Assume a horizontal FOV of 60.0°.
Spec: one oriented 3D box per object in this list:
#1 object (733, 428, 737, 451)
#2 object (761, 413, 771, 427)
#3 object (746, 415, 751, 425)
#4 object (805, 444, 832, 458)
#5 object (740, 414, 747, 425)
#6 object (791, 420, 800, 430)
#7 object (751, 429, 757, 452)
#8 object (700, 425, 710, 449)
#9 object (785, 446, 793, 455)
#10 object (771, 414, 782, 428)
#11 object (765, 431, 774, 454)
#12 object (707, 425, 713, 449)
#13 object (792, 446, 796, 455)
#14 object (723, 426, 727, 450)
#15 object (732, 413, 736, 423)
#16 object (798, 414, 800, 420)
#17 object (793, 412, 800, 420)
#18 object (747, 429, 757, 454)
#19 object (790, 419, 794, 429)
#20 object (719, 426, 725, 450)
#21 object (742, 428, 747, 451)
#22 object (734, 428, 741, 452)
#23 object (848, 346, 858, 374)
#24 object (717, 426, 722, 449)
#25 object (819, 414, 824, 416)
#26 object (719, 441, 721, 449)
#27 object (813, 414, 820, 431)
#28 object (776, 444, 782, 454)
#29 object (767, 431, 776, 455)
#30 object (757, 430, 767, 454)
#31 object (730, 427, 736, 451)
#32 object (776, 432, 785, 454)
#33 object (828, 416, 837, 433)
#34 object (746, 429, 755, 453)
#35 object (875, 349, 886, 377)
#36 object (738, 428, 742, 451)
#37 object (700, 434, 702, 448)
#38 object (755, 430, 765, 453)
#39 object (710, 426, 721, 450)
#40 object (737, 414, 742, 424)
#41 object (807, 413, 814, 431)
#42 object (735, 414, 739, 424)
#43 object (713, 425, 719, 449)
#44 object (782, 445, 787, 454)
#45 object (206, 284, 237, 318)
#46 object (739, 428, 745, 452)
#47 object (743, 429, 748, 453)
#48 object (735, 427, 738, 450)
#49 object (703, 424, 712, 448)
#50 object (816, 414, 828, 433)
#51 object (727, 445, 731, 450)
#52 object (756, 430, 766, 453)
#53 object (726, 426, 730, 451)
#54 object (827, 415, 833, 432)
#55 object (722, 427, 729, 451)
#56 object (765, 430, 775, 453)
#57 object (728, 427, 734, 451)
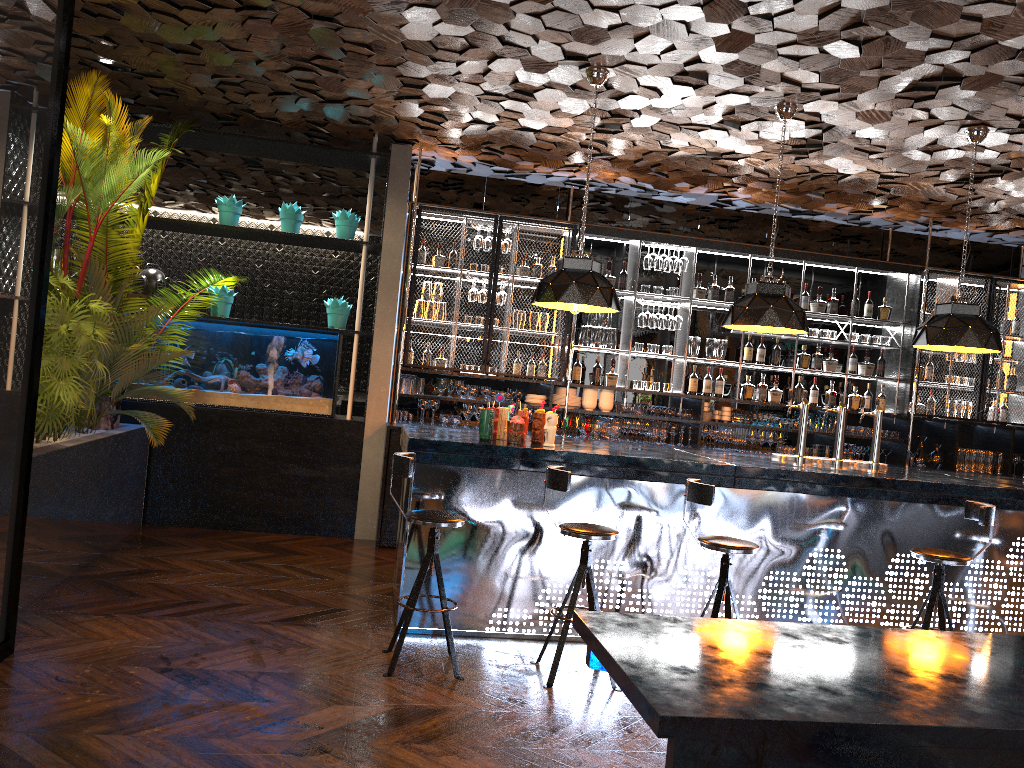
[{"bbox_3d":[2.199,0.546,8.726,0.049,0.231,0.049,6,0,0],"label":"object"},{"bbox_3d":[2.492,0.356,8.717,0.100,0.125,0.100,6,0,30],"label":"object"},{"bbox_3d":[2.309,0.352,8.692,0.067,0.099,0.058,6,0,27],"label":"object"},{"bbox_3d":[3.025,0.673,8.905,0.356,0.134,0.206,5,0,-2],"label":"object"},{"bbox_3d":[2.256,0.347,8.644,0.058,0.099,0.067,6,0,36],"label":"object"},{"bbox_3d":[2.802,0.400,8.737,0.098,0.097,0.098,6,0,25],"label":"object"},{"bbox_3d":[2.423,0.568,8.949,0.091,0.229,0.091,6,0,43],"label":"object"},{"bbox_3d":[1.869,0.517,8.631,0.108,0.227,0.108,5,0,-17],"label":"object"},{"bbox_3d":[2.733,0.664,8.747,0.067,0.100,0.067,5,0,-17],"label":"object"},{"bbox_3d":[2.601,0.366,8.736,0.108,0.126,0.108,6,0,25],"label":"object"},{"bbox_3d":[2.573,0.583,8.856,0.091,0.229,0.091,5,0,-15],"label":"object"},{"bbox_3d":[1.967,0.525,8.767,0.108,0.227,0.108,5,0,-44],"label":"object"},{"bbox_3d":[2.817,0.672,8.884,0.067,0.099,0.067,5,0,-37],"label":"object"},{"bbox_3d":[2.120,0.537,8.852,0.058,0.234,0.058,5,0,-32],"label":"object"},{"bbox_3d":[2.238,0.345,8.877,0.058,0.099,0.067,6,0,41],"label":"object"},{"bbox_3d":[2.897,0.371,8.850,0.115,0.172,0.101,6,0,1],"label":"object"},{"bbox_3d":[2.884,0.370,8.972,0.115,0.172,0.101,5,0,-24],"label":"object"},{"bbox_3d":[2.361,0.563,8.705,0.091,0.229,0.091,5,0,-23],"label":"object"},{"bbox_3d":[2.783,0.398,8.843,0.098,0.097,0.098,6,0,16],"label":"object"},{"bbox_3d":[2.071,0.533,8.734,0.058,0.234,0.058,6,0,14],"label":"object"},{"bbox_3d":[2.333,0.560,8.935,0.091,0.229,0.091,6,0,27],"label":"object"},{"bbox_3d":[2.209,0.547,8.660,0.049,0.231,0.049,6,0,3],"label":"object"},{"bbox_3d":[3.481,-0.241,9.054,0.086,0.298,0.086,6,0,40],"label":"object"},{"bbox_3d":[2.059,0.531,8.806,0.058,0.234,0.058,5,0,-34],"label":"object"},{"bbox_3d":[3.152,0.395,9.015,0.115,0.172,0.101,6,0,1],"label":"object"},{"bbox_3d":[2.104,0.535,8.930,0.058,0.234,0.058,6,0,35],"label":"object"},{"bbox_3d":[3.038,0.385,8.871,0.101,0.172,0.115,6,0,21],"label":"object"},{"bbox_3d":[2.703,0.660,8.969,0.067,0.100,0.067,5,0,-17],"label":"object"},{"bbox_3d":[2.552,0.582,8.739,0.091,0.229,0.091,6,0,18],"label":"object"},{"bbox_3d":[2.461,0.573,8.726,0.091,0.229,0.091,6,0,38],"label":"object"},{"bbox_3d":[2.197,0.546,8.788,0.049,0.231,0.049,6,0,28],"label":"object"},{"bbox_3d":[2.647,0.591,8.752,0.091,0.229,0.091,5,0,-37],"label":"object"},{"bbox_3d":[3.191,0.400,8.773,0.101,0.172,0.115,6,0,21],"label":"object"},{"bbox_3d":[2.385,0.565,8.828,0.091,0.229,0.091,6,0,12],"label":"object"},{"bbox_3d":[3.787,-0.213,9.098,0.086,0.299,0.086,6,0,40],"label":"object"},{"bbox_3d":[2.270,0.553,8.802,0.049,0.231,0.049,6,0,-1],"label":"object"},{"bbox_3d":[1.855,0.515,8.750,0.108,0.227,0.108,5,0,-29],"label":"object"},{"bbox_3d":[2.479,0.574,8.843,0.091,0.229,0.091,6,0,23],"label":"object"},{"bbox_3d":[1.982,0.528,8.650,0.108,0.227,0.108,5,0,-39],"label":"object"},{"bbox_3d":[2.243,0.346,8.711,0.067,0.099,0.058,5,0,-39],"label":"object"},{"bbox_3d":[2.920,0.374,8.732,0.115,0.172,0.101,6,0,21],"label":"object"},{"bbox_3d":[2.250,0.346,8.809,0.058,0.099,0.067,5,0,-6],"label":"object"},{"bbox_3d":[2.047,0.529,8.889,0.058,0.234,0.058,5,0,-6],"label":"object"},{"bbox_3d":[2.730,0.664,8.860,0.067,0.100,0.067,5,0,-17],"label":"object"},{"bbox_3d":[-2.633,-0.752,7.997,0.265,0.325,0.245,5,0,-45],"label":"object"},{"bbox_3d":[2.275,0.554,8.737,0.049,0.231,0.049,5,0,-5],"label":"object"},{"bbox_3d":[2.283,0.555,8.672,0.049,0.231,0.049,5,0,-14],"label":"object"},{"bbox_3d":[2.250,0.551,8.859,0.049,0.231,0.049,5,0,-6],"label":"object"},{"bbox_3d":[1.948,0.523,8.888,0.108,0.227,0.108,6,0,27],"label":"object"},{"bbox_3d":[3.062,0.388,8.745,0.115,0.172,0.101,5,0,-24],"label":"object"},{"bbox_3d":[2.182,0.544,8.852,0.049,0.231,0.049,5,0,-19],"label":"object"},{"bbox_3d":[2.519,0.577,8.963,0.091,0.229,0.091,5,0,-41],"label":"object"},{"bbox_3d":[2.132,0.538,8.763,0.058,0.234,0.058,6,0,24],"label":"object"},{"bbox_3d":[3.180,0.399,8.890,0.115,0.172,0.101,5,0,-24],"label":"object"},{"bbox_3d":[2.082,0.534,8.650,0.058,0.234,0.058,6,0,34],"label":"object"},{"bbox_3d":[2.617,0.587,8.982,0.091,0.229,0.091,5,0,-11],"label":"object"},{"bbox_3d":[2.137,0.539,8.668,0.058,0.234,0.058,5,0,-6],"label":"object"}]
